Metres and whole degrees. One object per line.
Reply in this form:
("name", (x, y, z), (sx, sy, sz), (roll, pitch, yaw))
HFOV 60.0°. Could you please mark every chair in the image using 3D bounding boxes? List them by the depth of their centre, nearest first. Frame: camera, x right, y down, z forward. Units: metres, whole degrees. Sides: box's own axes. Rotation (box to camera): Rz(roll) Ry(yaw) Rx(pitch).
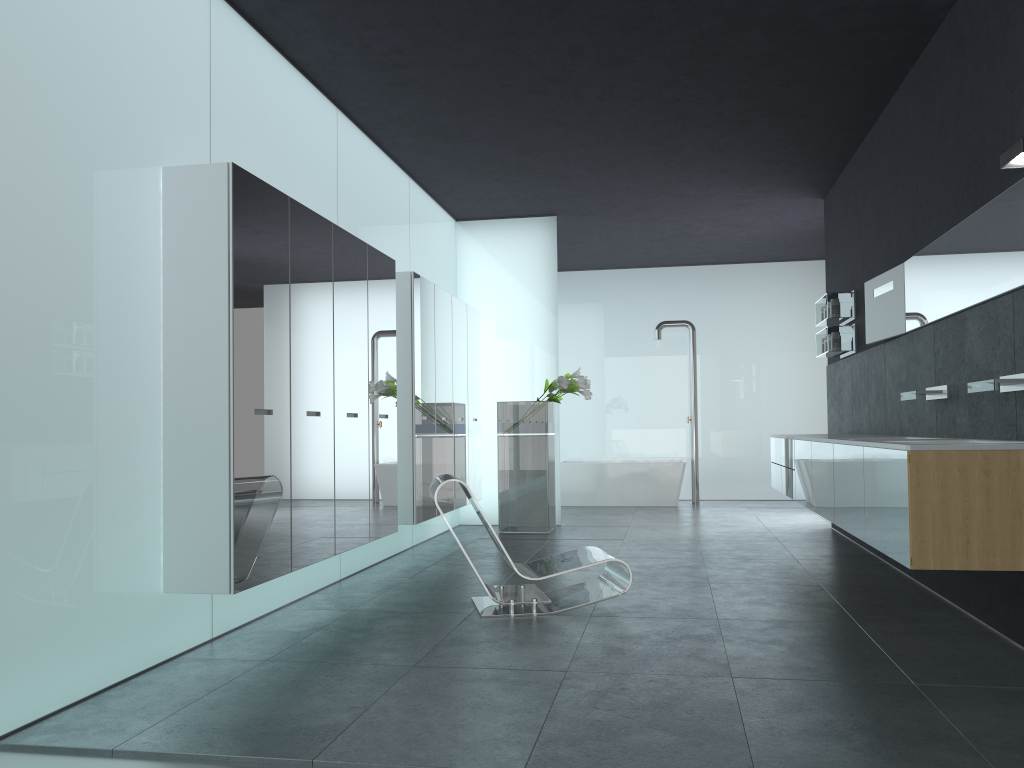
("chair", (0.100, 1.041, 5.911), (1.261, 0.870, 0.629), (0, -2, -8))

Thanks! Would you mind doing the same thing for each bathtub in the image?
("bathtub", (1.691, 1.429, 13.703), (1.977, 0.858, 0.961), (-1, -2, 10))

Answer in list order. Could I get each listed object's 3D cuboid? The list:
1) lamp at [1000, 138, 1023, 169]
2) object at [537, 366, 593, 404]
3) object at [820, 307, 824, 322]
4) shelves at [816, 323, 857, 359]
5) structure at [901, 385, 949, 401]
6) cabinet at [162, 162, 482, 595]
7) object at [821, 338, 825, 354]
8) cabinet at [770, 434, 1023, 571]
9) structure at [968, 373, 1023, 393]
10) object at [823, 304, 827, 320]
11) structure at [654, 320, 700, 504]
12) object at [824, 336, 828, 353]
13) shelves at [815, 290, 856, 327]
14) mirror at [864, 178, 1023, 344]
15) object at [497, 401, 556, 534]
("lamp", (2.435, -1.081, 4.141), (0.198, 0.066, 0.277), (-1, -3, 10))
("object", (0.409, 0.172, 10.114), (1.024, 0.779, 0.975), (-1, -2, 2))
("object", (3.284, -0.716, 9.303), (0.096, 0.184, 0.068), (-1, -2, 2))
("shelves", (3.287, -0.426, 9.010), (0.265, 0.285, 0.770), (-1, -3, 10))
("structure", (2.769, 0.062, 5.976), (0.186, 0.088, 0.482), (-1, -3, 10))
("cabinet", (-1.089, 0.110, 7.516), (0.398, 2.214, 6.008), (-1, -3, 10))
("object", (3.288, -0.388, 9.293), (0.096, 0.184, 0.068), (-1, -2, 2))
("cabinet", (2.631, 0.676, 6.652), (0.734, 0.556, 5.587), (-1, -3, 10))
("structure", (2.518, -0.005, 4.580), (0.186, 0.088, 0.482), (-1, -3, 10))
("object", (3.246, -0.726, 9.092), (0.096, 0.184, 0.068), (-1, -2, 19))
("structure", (2.524, 0.458, 13.577), (0.643, 2.870, 0.123), (-1, -2, 10))
("object", (3.250, -0.398, 9.083), (0.096, 0.184, 0.068), (-1, -2, 19))
("shelves", (3.282, -0.753, 9.019), (0.265, 0.285, 0.770), (-1, -3, 10))
("mirror", (2.802, -0.696, 5.767), (0.109, 0.532, 3.725), (-1, -3, 9))
("object", (0.173, 0.953, 10.289), (0.585, 1.490, 0.575), (-1, -2, 10))
